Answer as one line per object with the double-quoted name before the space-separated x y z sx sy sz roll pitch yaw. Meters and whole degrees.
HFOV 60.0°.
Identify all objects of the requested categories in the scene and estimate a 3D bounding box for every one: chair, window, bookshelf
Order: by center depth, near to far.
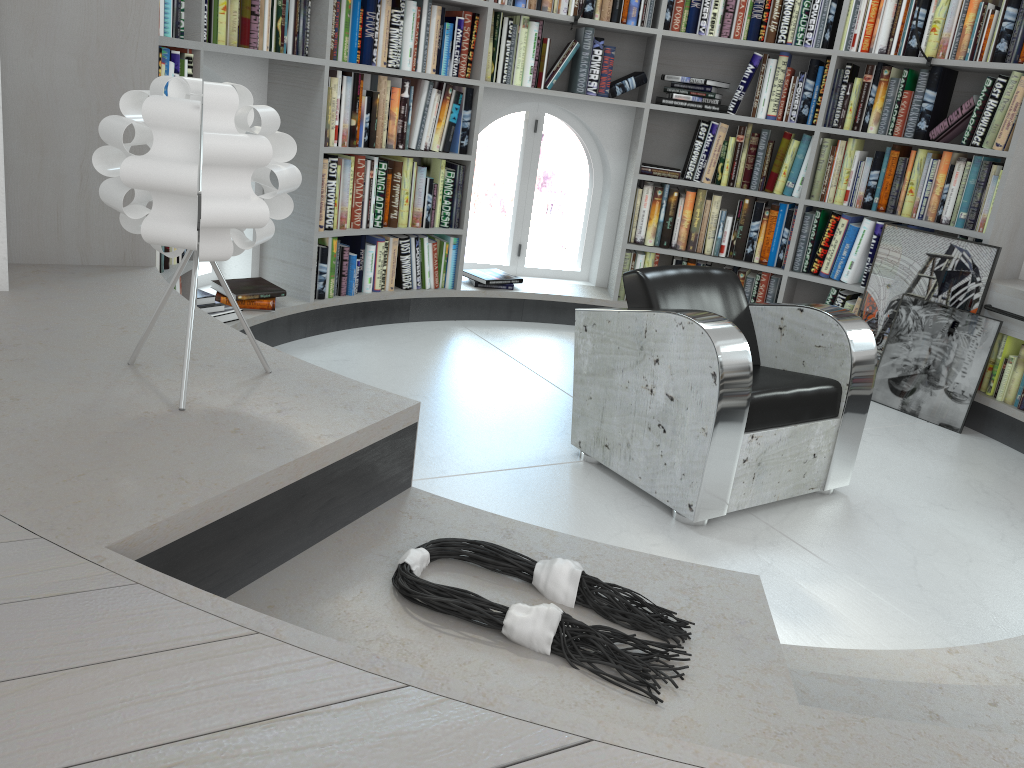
"chair" 0.746 -0.015 3.233 0.824 0.713 0.746 -5 22 -35
"bookshelf" 0.169 -1.158 4.019 4.335 1.865 2.125 -3 21 -30
"window" -0.743 -1.025 4.581 3.239 1.141 0.621 -10 25 -43

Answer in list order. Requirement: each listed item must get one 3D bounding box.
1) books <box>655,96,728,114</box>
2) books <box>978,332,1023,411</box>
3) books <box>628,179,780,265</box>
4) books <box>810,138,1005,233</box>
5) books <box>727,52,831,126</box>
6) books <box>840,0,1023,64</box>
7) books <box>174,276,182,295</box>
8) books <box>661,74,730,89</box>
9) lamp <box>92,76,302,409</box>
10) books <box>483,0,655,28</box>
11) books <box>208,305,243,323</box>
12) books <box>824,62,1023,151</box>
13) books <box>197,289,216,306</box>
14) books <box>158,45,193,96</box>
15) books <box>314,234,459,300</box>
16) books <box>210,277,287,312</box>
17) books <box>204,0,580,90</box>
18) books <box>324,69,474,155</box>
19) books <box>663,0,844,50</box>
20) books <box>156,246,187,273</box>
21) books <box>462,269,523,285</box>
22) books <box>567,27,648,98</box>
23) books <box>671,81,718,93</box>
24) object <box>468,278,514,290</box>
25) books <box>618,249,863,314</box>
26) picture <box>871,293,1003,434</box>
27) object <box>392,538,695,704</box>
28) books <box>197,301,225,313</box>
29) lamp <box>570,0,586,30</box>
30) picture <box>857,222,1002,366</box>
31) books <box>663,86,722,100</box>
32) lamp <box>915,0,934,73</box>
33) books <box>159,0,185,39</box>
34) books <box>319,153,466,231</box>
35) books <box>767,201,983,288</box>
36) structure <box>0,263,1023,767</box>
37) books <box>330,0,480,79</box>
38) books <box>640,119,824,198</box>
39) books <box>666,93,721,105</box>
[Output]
"books" 1.004 -1.560 4.962 0.388 0.042 0.368 10 19 8
"books" 2.444 0.038 3.853 0.272 0.296 1.157 2 19 -16
"books" 1.091 -0.935 5.055 0.873 0.348 0.274 11 18 10
"books" 2.033 -1.026 4.513 0.276 0.345 1.027 -10 25 -43
"books" 1.465 -1.603 4.796 0.554 0.348 0.257 12 18 14
"books" 2.115 -1.754 4.298 1.019 0.359 0.293 23 23 39
"books" -1.293 -0.161 2.928 0.282 0.317 0.926 4 19 -12
"books" 1.020 -1.680 4.925 0.287 0.031 0.270 22 23 36
"lamp" -0.540 -0.251 1.527 0.306 0.520 0.307 -8 23 -41
"books" 0.047 -2.117 4.542 1.566 0.364 0.397 -1 20 -25
"books" -1.411 -0.307 3.735 0.389 0.042 0.367 16 20 24
"books" 2.073 -1.389 4.401 0.280 0.355 1.058 -9 25 -43
"books" -1.402 -0.368 3.716 0.227 0.036 0.214 20 22 33
"books" -1.151 -0.839 2.665 0.260 0.356 1.029 3 19 -14
"books" -0.718 -0.648 4.629 1.021 0.304 0.289 -11 25 -44
"books" -1.201 -0.407 4.036 0.318 0.099 0.294 -3 21 -28
"books" -0.616 -1.632 4.073 0.594 0.368 2.537 22 23 37
"books" -0.621 -1.354 4.416 0.299 0.349 1.000 23 24 40
"books" 1.257 -2.015 4.721 0.970 0.364 0.308 12 18 11
"books" -1.153 -0.230 2.585 0.390 0.690 1.655 1 19 -20
"books" -0.118 -0.619 5.108 0.269 0.029 0.255 -8 24 -39
"books" 0.544 -1.740 4.850 0.399 0.338 0.226 4 18 -11
"books" 1.016 -1.650 4.934 0.227 0.036 0.215 14 19 18
"object" -0.122 -0.590 5.117 0.226 0.036 0.215 3 19 -14
"books" 1.301 -0.521 5.053 1.500 0.308 0.362 14 19 20
"picture" 2.021 -0.106 4.274 0.107 0.551 0.492 -7 23 -39
"object" 0.041 0.332 1.340 0.474 0.081 0.219 15 19 20
"books" -1.406 -0.339 3.725 0.287 0.031 0.270 20 22 33
"lamp" 0.370 -2.070 4.422 0.113 0.562 0.360 0 19 -23
"picture" 1.993 -0.319 4.395 0.090 0.856 0.582 -7 22 -39
"books" 1.012 -1.620 4.943 0.286 0.031 0.271 14 19 18
"lamp" 1.979 -1.732 4.125 0.275 0.521 0.113 -7 22 -39
"books" -1.149 -1.204 2.569 0.303 0.345 1.098 3 19 -15
"books" -0.662 -0.993 4.539 1.034 0.354 0.294 -11 25 -44
"books" 1.925 -0.687 4.658 1.190 0.356 0.305 22 23 37
"structure" 0.737 0.030 3.114 4.715 0.687 4.743 12 19 13
"books" -0.601 -1.724 4.334 1.030 0.356 0.302 -10 25 -43
"books" 1.220 -1.275 4.919 0.975 0.349 0.253 11 18 11
"books" 1.008 -1.591 4.952 0.286 0.031 0.271 9 18 3
